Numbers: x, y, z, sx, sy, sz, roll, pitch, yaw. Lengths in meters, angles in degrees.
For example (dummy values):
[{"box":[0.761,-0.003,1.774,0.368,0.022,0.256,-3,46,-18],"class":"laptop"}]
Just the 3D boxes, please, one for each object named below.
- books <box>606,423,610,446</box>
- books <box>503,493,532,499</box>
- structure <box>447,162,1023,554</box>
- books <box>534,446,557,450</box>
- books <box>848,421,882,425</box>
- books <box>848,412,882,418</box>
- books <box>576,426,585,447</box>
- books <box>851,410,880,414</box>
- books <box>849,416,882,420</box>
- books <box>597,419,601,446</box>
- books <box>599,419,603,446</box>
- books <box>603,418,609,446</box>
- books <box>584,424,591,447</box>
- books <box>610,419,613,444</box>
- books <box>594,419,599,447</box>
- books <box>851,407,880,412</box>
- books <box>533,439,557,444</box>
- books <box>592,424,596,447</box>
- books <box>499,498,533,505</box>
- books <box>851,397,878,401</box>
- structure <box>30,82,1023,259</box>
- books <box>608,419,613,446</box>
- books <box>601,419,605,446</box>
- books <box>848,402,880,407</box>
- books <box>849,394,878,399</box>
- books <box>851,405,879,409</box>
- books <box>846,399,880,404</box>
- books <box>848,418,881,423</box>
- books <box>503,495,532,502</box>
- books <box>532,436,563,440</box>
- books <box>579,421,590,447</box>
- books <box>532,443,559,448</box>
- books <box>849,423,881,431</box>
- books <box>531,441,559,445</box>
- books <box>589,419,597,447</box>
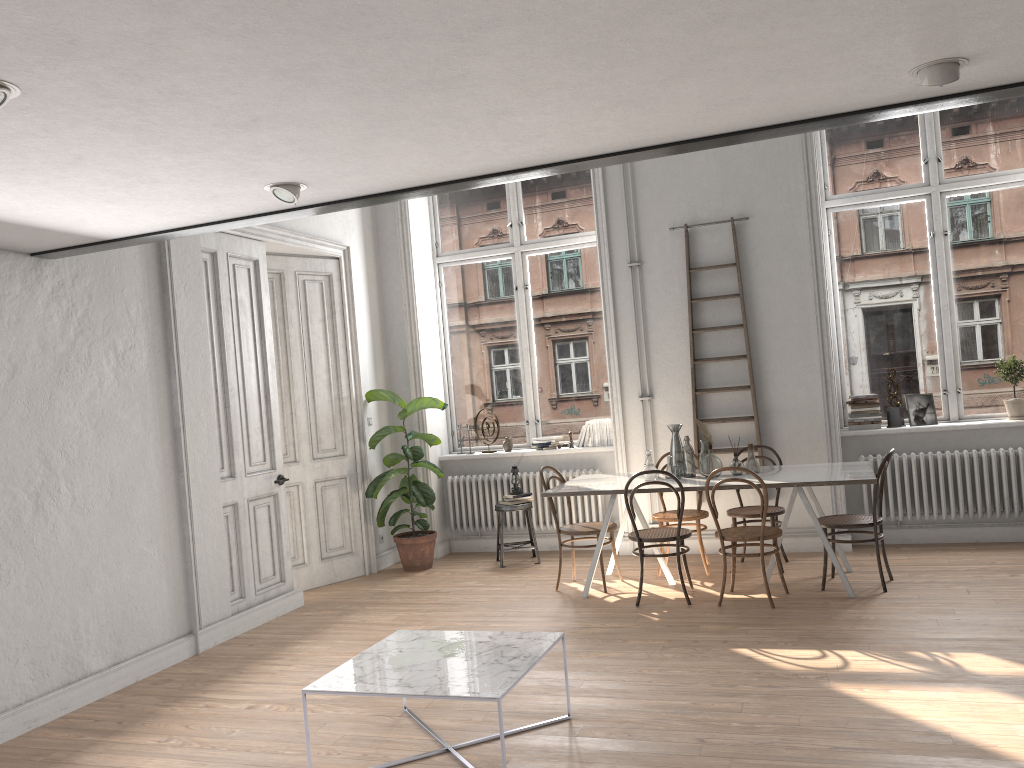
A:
[{"box":[0.901,0.460,8.153,0.020,0.205,0.155,-5,0,20],"class":"books"},{"box":[0.049,0.991,7.876,0.221,0.027,0.147,-4,-1,-38],"class":"books"},{"box":[1.662,-0.802,7.586,5.183,4.474,0.340,-5,0,20],"class":"structure"},{"box":[0.313,0.603,8.355,0.147,0.023,0.221,-5,-1,-22],"class":"books"},{"box":[2.940,0.322,7.397,0.249,0.023,0.175,-5,0,15],"class":"books"},{"box":[2.949,0.258,7.410,0.245,0.028,0.193,-5,0,15],"class":"books"},{"box":[0.652,0.485,8.246,0.105,0.194,0.155,-5,0,19],"class":"books"},{"box":[2.950,0.233,7.404,0.205,0.022,0.155,-5,-1,34],"class":"books"},{"box":[2.951,0.279,7.408,0.255,0.014,0.192,-5,-1,23],"class":"books"},{"box":[0.819,0.448,8.180,0.019,0.244,0.174,-5,0,20],"class":"books"},{"box":[0.844,0.446,8.190,0.019,0.244,0.174,-5,0,20],"class":"books"},{"box":[0.878,0.442,8.159,0.019,0.244,0.174,-5,0,20],"class":"books"},{"box":[0.711,0.477,8.221,0.072,0.203,0.155,-5,0,20],"class":"books"},{"box":[0.945,0.437,8.138,0.024,0.243,0.175,-5,0,20],"class":"books"},{"box":[0.796,0.450,8.179,0.024,0.243,0.175,-5,0,20],"class":"books"},{"box":[2.953,0.209,7.408,0.222,0.024,0.158,-5,0,20],"class":"books"},{"box":[0.312,0.537,8.335,0.205,0.020,0.155,-5,0,10],"class":"books"},{"box":[0.780,0.470,8.197,0.020,0.205,0.155,-5,0,20],"class":"books"},{"box":[0.040,1.040,7.877,0.246,0.034,0.194,-5,-1,-30],"class":"books"},{"box":[2.941,0.124,7.405,0.205,0.020,0.155,-5,-1,20],"class":"books"},{"box":[-0.496,-1.489,1.935,5.928,1.213,4.157,-5,0,20],"class":"structure"},{"box":[0.928,0.439,8.165,0.024,0.243,0.175,-5,0,20],"class":"books"},{"box":[0.865,0.444,8.187,0.024,0.243,0.175,-5,0,20],"class":"books"},{"box":[2.939,0.167,7.406,0.244,0.019,0.174,-5,-1,20],"class":"books"},{"box":[2.937,0.103,7.415,0.201,0.024,0.159,-5,0,10],"class":"books"},{"box":[2.946,0.187,7.404,0.205,0.022,0.155,-5,0,15],"class":"books"},{"box":[2.930,0.147,7.409,0.231,0.023,0.162,-5,-1,35],"class":"books"},{"box":[2.938,0.299,7.397,0.249,0.023,0.175,-5,-1,20],"class":"books"},{"box":[0.049,1.013,7.876,0.232,0.029,0.163,-5,0,-10],"class":"books"},{"box":[0.335,0.510,8.348,0.244,0.019,0.174,-5,-1,30],"class":"books"},{"box":[0.685,0.462,8.229,0.100,0.235,0.174,-5,0,20],"class":"books"},{"box":[0.315,0.580,8.349,0.205,0.022,0.155,-5,-1,40],"class":"books"},{"box":[2.941,0.354,7.399,0.248,0.043,0.192,-5,0,20],"class":"books"},{"box":[0.315,0.558,8.347,0.221,0.023,0.147,-5,-1,36],"class":"books"},{"box":[0.761,0.453,8.225,0.024,0.243,0.175,-5,0,20],"class":"books"}]
